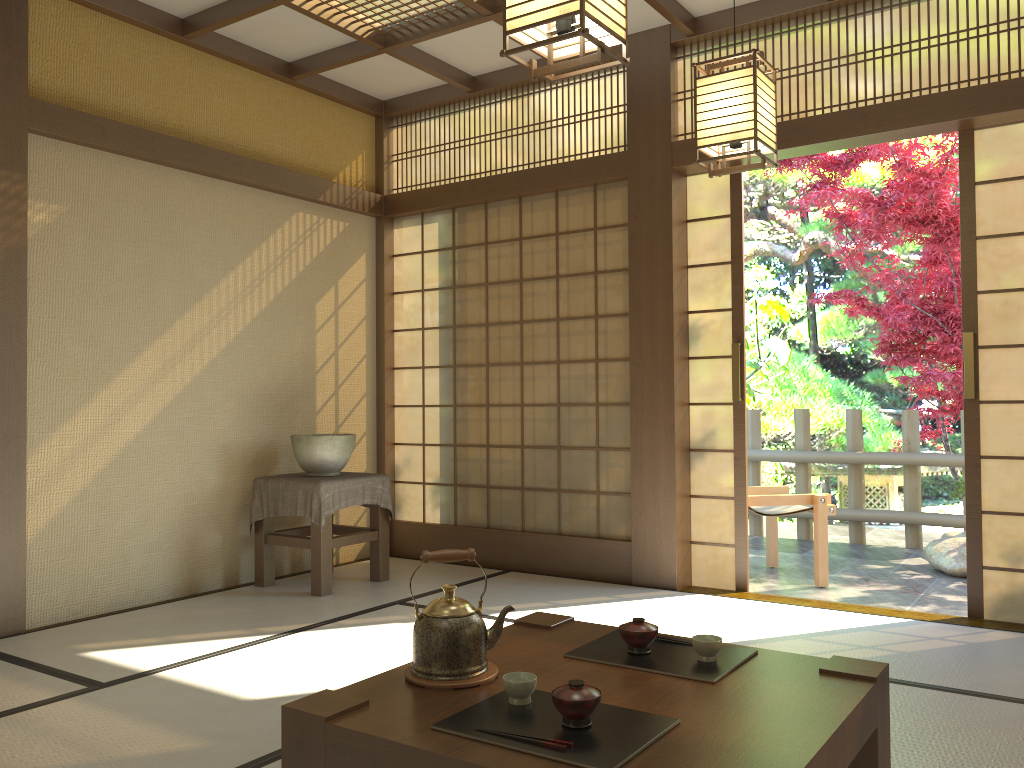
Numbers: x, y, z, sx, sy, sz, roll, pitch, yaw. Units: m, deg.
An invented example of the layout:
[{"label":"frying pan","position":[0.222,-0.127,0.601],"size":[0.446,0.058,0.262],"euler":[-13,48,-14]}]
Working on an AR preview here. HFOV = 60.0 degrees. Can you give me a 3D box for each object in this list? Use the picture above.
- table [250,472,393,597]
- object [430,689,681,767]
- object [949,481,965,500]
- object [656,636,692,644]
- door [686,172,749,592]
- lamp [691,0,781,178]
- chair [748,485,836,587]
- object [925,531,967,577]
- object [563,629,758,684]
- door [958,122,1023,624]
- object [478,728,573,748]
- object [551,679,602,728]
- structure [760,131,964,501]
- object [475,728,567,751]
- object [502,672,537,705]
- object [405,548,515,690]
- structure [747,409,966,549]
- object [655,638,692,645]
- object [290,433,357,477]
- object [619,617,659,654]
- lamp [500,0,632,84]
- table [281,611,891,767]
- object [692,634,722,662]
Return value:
[{"label":"table","position":[-1.050,0.800,4.899],"size":[0.633,0.595,0.629],"euler":[-1,-2,34]},{"label":"object","position":[0.088,0.674,1.759],"size":[0.400,0.007,0.300],"euler":[-1,-2,34]},{"label":"object","position":[3.343,0.507,5.567],"size":[0.586,1.362,1.032],"euler":[0,-1,-30]},{"label":"object","position":[0.409,0.678,2.364],"size":[0.200,0.008,0.008],"euler":[-1,-2,35]},{"label":"door","position":[0.430,-0.003,5.171],"size":[1.894,2.380,0.073],"euler":[-1,-2,34]},{"label":"lamp","position":[0.782,-1.301,3.116],"size":[0.240,1.129,0.240],"euler":[-1,-2,34]},{"label":"chair","position":[1.503,0.894,5.484],"size":[0.704,0.598,0.698],"euler":[0,-1,-9]},{"label":"object","position":[3.294,1.060,5.576],"size":[1.260,0.276,1.147],"euler":[-1,-1,30]},{"label":"object","position":[0.378,0.683,2.247],"size":[0.400,0.007,0.300],"euler":[-1,-2,34]},{"label":"door","position":[2.847,-0.060,3.529],"size":[1.894,2.380,0.073],"euler":[-1,-2,34]},{"label":"object","position":[0.023,0.665,1.677],"size":[0.200,0.008,0.008],"euler":[-1,-1,28]},{"label":"object","position":[0.127,0.627,1.748],"size":[0.100,0.080,0.100],"euler":[-1,-2,34]},{"label":"structure","position":[3.463,-0.636,7.276],"size":[3.045,4.004,3.412],"euler":[0,-1,-23]},{"label":"object","position":[0.013,0.665,1.668],"size":[0.200,0.008,0.008],"euler":[-1,-2,32]},{"label":"object","position":[0.017,0.648,1.883],"size":[0.073,0.052,0.074],"euler":[0,-1,-13]},{"label":"object","position":[-0.141,0.539,2.096],"size":[0.219,0.296,0.226],"euler":[-1,-1,29]},{"label":"structure","position":[3.664,0.728,6.112],"size":[7.456,1.136,0.245],"euler":[-1,-2,34]},{"label":"object","position":[0.398,0.678,2.350],"size":[0.200,0.008,0.008],"euler":[-1,-2,30]},{"label":"object","position":[-1.042,0.392,4.901],"size":[0.358,0.230,0.357],"euler":[-1,-1,4]},{"label":"object","position":[0.322,0.637,2.252],"size":[0.100,0.080,0.100],"euler":[-1,-2,34]},{"label":"lamp","position":[0.127,-1.317,2.153],"size":[0.240,1.129,0.240],"euler":[-1,-2,34]},{"label":"table","position":[0.211,0.847,1.990],"size":[1.000,0.350,1.000],"euler":[-1,-2,34]},{"label":"object","position":[0.480,0.651,2.181],"size":[0.073,0.052,0.074],"euler":[0,-1,-13]}]
